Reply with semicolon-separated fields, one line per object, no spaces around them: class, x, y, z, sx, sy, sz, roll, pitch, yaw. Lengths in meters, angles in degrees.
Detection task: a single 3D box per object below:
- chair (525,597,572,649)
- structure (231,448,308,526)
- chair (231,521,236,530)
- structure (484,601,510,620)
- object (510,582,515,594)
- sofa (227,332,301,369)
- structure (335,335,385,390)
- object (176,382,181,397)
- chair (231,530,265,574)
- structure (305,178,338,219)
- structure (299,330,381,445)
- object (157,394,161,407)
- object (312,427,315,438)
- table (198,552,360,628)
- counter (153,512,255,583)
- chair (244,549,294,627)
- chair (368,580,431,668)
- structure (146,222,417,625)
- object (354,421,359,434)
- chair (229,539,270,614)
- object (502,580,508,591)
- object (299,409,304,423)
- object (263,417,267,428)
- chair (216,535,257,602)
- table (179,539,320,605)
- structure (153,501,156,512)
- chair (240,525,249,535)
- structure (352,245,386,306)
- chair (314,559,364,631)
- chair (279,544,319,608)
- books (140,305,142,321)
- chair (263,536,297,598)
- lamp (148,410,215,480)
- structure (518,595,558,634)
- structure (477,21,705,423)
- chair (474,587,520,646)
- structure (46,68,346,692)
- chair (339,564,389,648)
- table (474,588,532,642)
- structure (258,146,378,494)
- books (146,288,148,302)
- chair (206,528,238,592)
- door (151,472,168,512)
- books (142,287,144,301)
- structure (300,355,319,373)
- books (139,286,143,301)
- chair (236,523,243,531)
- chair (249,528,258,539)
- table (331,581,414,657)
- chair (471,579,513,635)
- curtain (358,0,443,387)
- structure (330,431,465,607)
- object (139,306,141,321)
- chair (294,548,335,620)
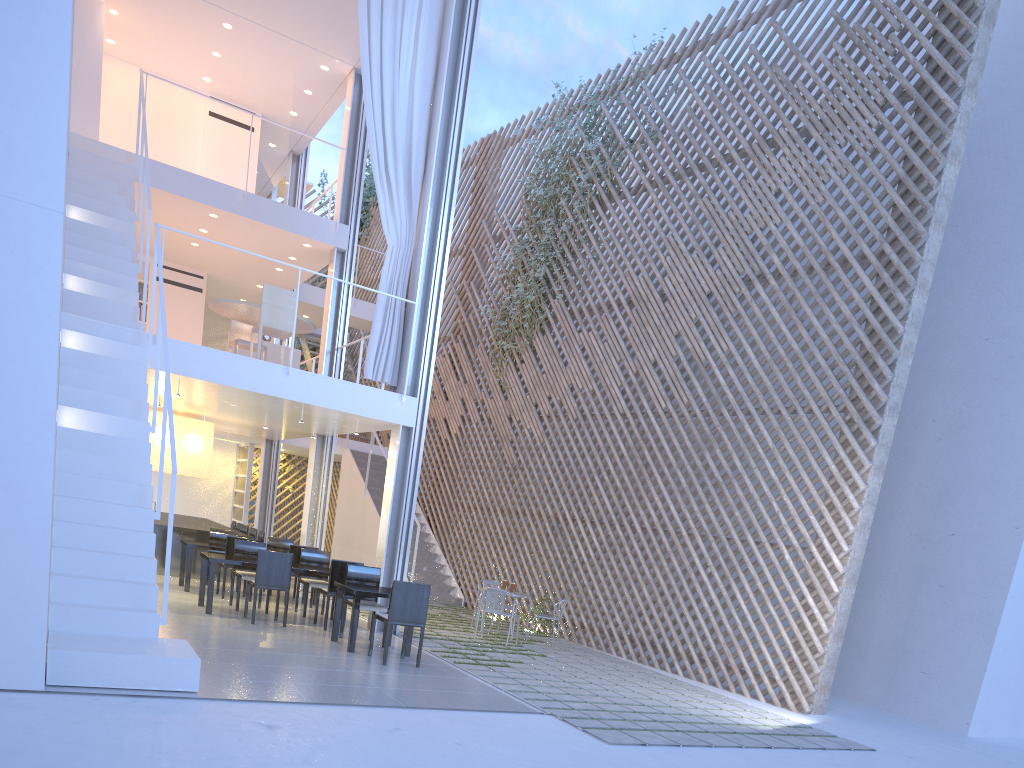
chair;0.261;1.642;5.730;0.246;0.391;0.256;10;5;12
structure;-2.874;1.111;9.994;1.163;2.057;0.273;6;11;-27
chair;-2.813;1.515;7.930;0.244;0.452;0.179;6;9;-26
structure;-0.112;1.893;7.023;0.271;0.267;0.253;9;1;-21
object;0.002;1.400;5.645;0.031;0.079;0.030;11;9;17
sofa;-1.969;-0.074;6.180;0.512;0.374;0.955;10;-7;-28
structure;-0.966;-0.059;5.605;0.028;0.564;1.650;2;-4;-29
object;-1.823;0.028;4.500;0.029;0.081;0.027;6;9;-17
chair;-2.192;1.405;6.774;0.244;0.452;0.179;6;9;-26
structure;-1.622;-1.294;6.895;0.028;0.564;1.652;2;-4;-29
structure;-1.951;-0.258;9.243;0.541;1.940;1.197;2;8;-34
object;-2.288;0.106;5.343;0.029;0.081;0.027;6;9;-17
object;-1.406;0.343;5.841;0.029;0.081;0.027;6;9;-17
table;-1.396;1.257;4.998;0.940;0.337;0.338;14;-2;-28
counter;-2.973;1.397;7.320;0.836;0.378;2.447;13;-10;-28
chair;-1.389;1.154;4.684;0.195;0.451;0.225;5;8;-28
chair;-0.564;1.181;4.093;0.195;0.451;0.225;5;8;-28
structure;-0.939;0.229;3.876;1.392;1.838;1.376;7;4;-28
object;-2.153;0.517;5.395;1.717;0.833;1.785;13;-7;-30
chair;-1.609;1.191;5.082;0.195;0.451;0.225;5;8;-28
object;-0.053;1.424;5.827;0.031;0.079;0.030;11;9;17
object;-1.233;0.186;4.833;0.029;0.081;0.027;6;9;-17
object;-1.698;0.264;5.676;0.029;0.081;0.027;6;9;-17
chair;-1.850;1.231;5.519;0.195;0.451;0.225;5;8;-28
table;-1.834;1.331;5.790;0.940;0.337;0.338;14;-2;-28
structure;-3.294;1.118;7.469;0.115;0.127;0.032;8;9;-28
chair;-2.515;1.457;7.345;0.244;0.451;0.179;5;9;-33
structure;-1.528;-1.061;8.064;1.169;0.581;0.025;13;8;-28
chair;-1.032;1.249;4.885;0.195;0.451;0.225;5;8;-28
chair;-1.493;1.327;5.721;0.195;0.451;0.225;5;8;-28
books;-3.312;-0.626;7.343;0.010;0.145;0.084;2;8;-29
chair;-1.713;1.364;6.119;0.195;0.451;0.225;5;8;-28
lamp;-2.987;0.550;7.077;0.458;0.429;2.240;9;-8;-28
structure;0.213;1.812;6.475;0.301;0.332;0.303;7;2;-43
structure;0.427;-1.030;6.543;0.747;2.802;2.255;1;7;-37
chair;-0.094;1.530;5.438;0.258;0.391;0.244;10;5;17
structure;-1.352;-0.357;4.292;1.757;3.398;3.515;5;2;-28
chair;-0.800;1.221;4.521;0.195;0.451;0.225;5;8;-28
table;-0.059;1.618;5.771;0.340;0.342;0.350;9;0;24
structure;-2.557;-0.385;10.639;1.128;4.654;3.147;3;7;-31
books;-2.880;-0.226;5.847;0.039;1.661;3.535;5;-5;-16
chair;-2.070;1.268;5.917;0.195;0.451;0.225;5;8;-28
door;-3.398;0.805;6.737;0.486;1.187;5.408;6;-8;-16
books;-2.899;-0.220;5.838;0.037;1.688;3.536;5;-5;-16
structure;-1.831;0.087;7.172;0.028;0.564;1.652;2;-4;-29
books;-2.906;-0.235;5.842;0.046;1.653;3.510;5;-5;-17
chair;-2.657;1.488;7.641;0.244;0.451;0.179;5;9;-31
chair;-2.347;1.433;7.063;0.244;0.452;0.179;5;9;-30
table;-0.739;1.252;4.383;0.367;0.340;0.338;9;0;-28
chair;-0.142;1.638;6.067;0.267;0.391;0.234;7;6;-28
curtain;-0.710;-1.251;4.475;0.520;2.493;0.091;3;13;-30
structure;-1.334;0.980;7.789;1.202;2.015;1.880;5;3;-35
object;-3.324;-0.621;7.347;0.006;0.133;0.068;2;9;-29
chair;-1.252;1.286;5.283;0.195;0.451;0.225;5;8;-28
